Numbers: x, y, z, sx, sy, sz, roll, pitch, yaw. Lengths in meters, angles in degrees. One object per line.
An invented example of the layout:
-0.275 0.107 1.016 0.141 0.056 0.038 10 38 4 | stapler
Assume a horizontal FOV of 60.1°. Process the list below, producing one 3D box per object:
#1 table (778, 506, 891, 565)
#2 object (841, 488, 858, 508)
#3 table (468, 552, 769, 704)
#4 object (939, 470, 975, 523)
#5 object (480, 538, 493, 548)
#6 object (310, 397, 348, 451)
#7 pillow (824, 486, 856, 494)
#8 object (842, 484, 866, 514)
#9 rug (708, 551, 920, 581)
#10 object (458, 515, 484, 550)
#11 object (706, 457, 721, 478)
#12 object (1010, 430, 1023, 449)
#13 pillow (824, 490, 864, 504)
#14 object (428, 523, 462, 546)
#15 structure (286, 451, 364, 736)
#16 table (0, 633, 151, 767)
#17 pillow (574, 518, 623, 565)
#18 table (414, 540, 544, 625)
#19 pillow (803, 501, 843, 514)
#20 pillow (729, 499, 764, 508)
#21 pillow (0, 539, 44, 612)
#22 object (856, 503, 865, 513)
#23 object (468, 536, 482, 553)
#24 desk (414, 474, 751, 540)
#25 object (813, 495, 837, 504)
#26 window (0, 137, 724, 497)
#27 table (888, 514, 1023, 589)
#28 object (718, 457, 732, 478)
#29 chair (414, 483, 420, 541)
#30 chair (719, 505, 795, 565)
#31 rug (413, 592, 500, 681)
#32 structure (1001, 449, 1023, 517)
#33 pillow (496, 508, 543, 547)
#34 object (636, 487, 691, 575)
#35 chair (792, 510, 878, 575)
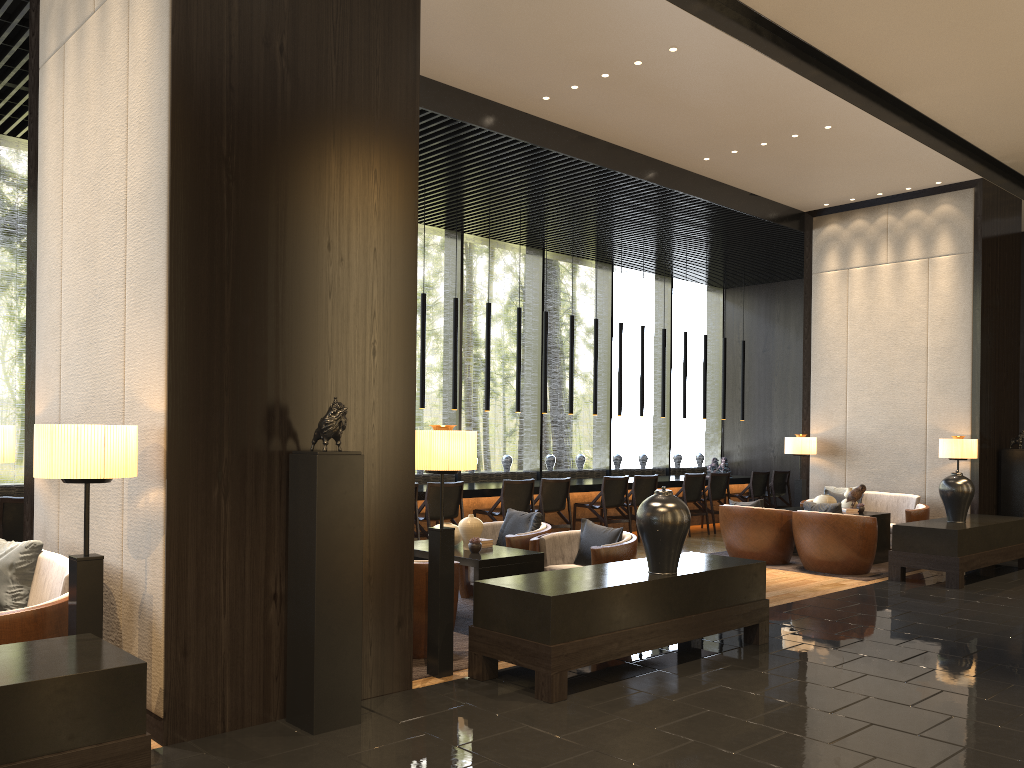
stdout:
3.469 1.638 9.624 0.576 0.517 1.042 2 -3 -43 | table
3.632 1.246 9.529 0.174 0.257 0.174 1 -1 -23 | object
0.698 1.341 5.155 1.961 0.513 0.620 4 -3 -43 | table
4.264 1.076 8.491 0.311 0.492 0.312 0 -1 36 | object
-0.235 1.107 6.167 0.174 0.051 0.138 -2 -4 43 | object
-0.813 0.181 3.928 0.115 0.246 0.176 1 -1 -43 | object
3.894 1.406 10.460 0.433 0.399 0.201 0 -1 25 | pillow
3.613 1.210 9.344 0.229 0.309 0.174 1 -1 3 | object
3.381 1.894 9.615 2.243 0.008 2.042 4 -5 -43 | rug
-0.279 1.005 6.011 0.171 0.236 0.171 1 -1 -8 | object
2.990 1.240 13.107 0.207 0.310 0.162 0 -1 27 | object
5.707 0.626 9.990 0.161 0.217 0.102 0 -1 35 | object
3.849 1.416 10.280 0.472 0.361 0.219 -1 -2 44 | pillow
-0.455 1.047 6.116 0.245 0.168 0.245 3 -3 -40 | object
-0.833 0.908 3.945 0.240 1.218 0.240 1 0 -43 | structure
-2.136 1.153 2.523 1.961 0.513 0.620 4 -3 -43 | table
0.654 1.168 6.478 0.205 0.338 0.442 1 -2 -36 | pillow
-0.352 1.385 6.076 0.576 0.517 1.042 2 -3 -43 | table
3.018 1.314 8.562 0.222 0.362 0.399 1 -2 -42 | pillow
2.432 1.347 9.190 0.205 0.338 0.442 1 -2 -36 | pillow
-2.572 0.978 4.456 0.433 0.399 0.201 0 -1 25 | pillow
3.714 1.315 9.436 0.091 0.112 0.091 0 -1 9 | object
-0.243 1.058 5.839 0.091 0.112 0.091 0 -1 9 | object
-6.625 1.077 4.142 28.752 0.759 1.781 4 -4 -43 | desk
3.442 1.302 9.734 0.245 0.168 0.246 1 -2 5 | object
-4.069 -0.830 0.654 31.906 4.225 12.059 4 -4 -43 | window
4.395 1.586 8.587 1.961 0.513 0.620 4 -3 -43 | table
3.177 1.251 13.274 0.163 0.313 0.209 1 -1 -18 | object
-1.224 1.374 8.650 0.526 0.827 0.563 2 -1 -43 | chair
2.520 1.566 9.269 0.606 0.604 0.804 2 -3 -43 | chair
-0.388 1.644 6.115 2.243 0.008 1.959 4 -5 -43 | rug
5.698 1.340 10.009 0.240 1.218 0.240 1 0 -43 | structure
0.069 1.193 7.106 0.222 0.362 0.399 1 -2 -42 | pillow
0.868 0.836 5.078 0.311 0.492 0.311 1 -1 -24 | object
3.102 1.536 8.642 0.606 0.604 0.804 2 -3 -43 | chair
